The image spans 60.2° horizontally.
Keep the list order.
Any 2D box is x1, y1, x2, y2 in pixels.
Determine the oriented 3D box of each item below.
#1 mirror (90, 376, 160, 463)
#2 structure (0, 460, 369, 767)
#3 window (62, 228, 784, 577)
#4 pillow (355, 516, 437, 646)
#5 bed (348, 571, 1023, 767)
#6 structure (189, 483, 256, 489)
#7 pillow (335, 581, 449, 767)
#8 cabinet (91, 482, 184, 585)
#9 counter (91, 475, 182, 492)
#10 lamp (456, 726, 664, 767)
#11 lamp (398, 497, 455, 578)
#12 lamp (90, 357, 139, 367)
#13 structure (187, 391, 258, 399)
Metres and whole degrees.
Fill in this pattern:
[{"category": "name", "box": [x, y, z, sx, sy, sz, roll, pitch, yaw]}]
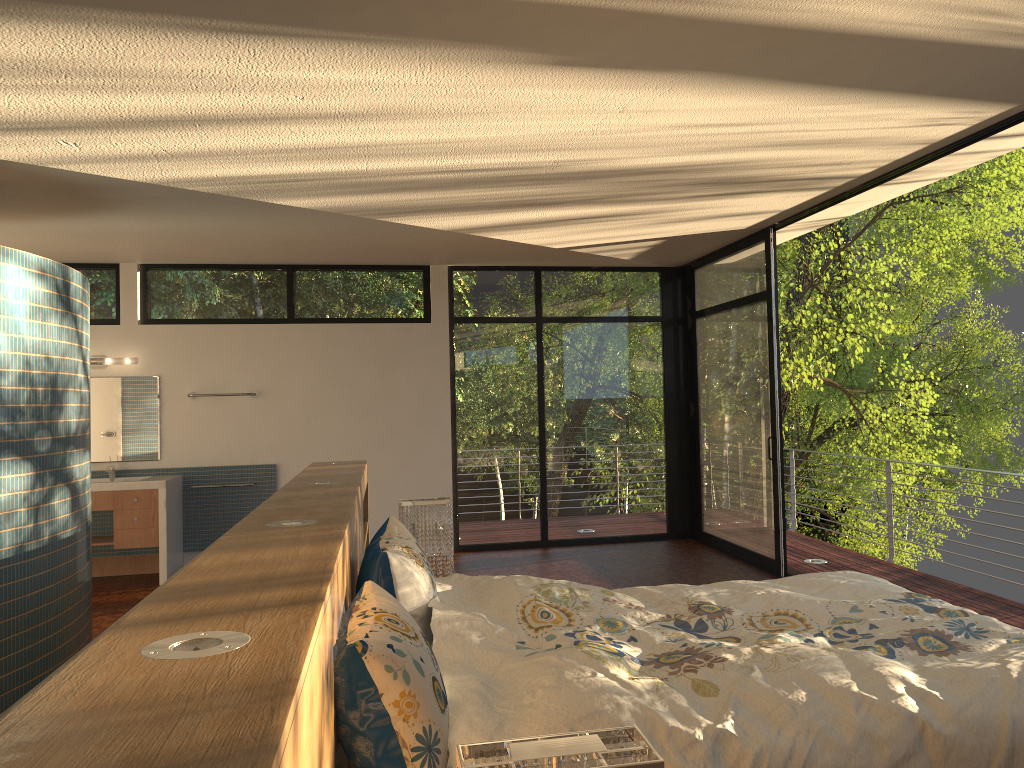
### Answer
[{"category": "mirror", "box": [-3.791, 0.294, 6.889, 1.986, 0.678, 0.099, -1, -2, -12]}, {"category": "structure", "box": [-0.574, 0.870, 2.261, 0.312, 0.974, 5.721, -1, -1, -8]}, {"category": "window", "box": [-0.954, 0.114, 2.489, 6.934, 2.514, 10.176, -1, -1, -10]}, {"category": "pillow", "box": [-0.367, 0.681, 2.850, 0.255, 0.439, 0.614, -1, -1, -5]}, {"category": "bed", "box": [0.632, 0.979, 2.639, 2.182, 0.712, 1.804, -1, -1, -10]}, {"category": "structure", "box": [-2.326, 0.815, 7.129, 0.511, 0.022, 0.196, -1, -1, -11]}, {"category": "pillow", "box": [-0.278, 0.703, 1.996, 0.271, 0.405, 0.595, -1, -1, -8]}, {"category": "cabinet", "box": [-3.722, 1.157, 6.566, 2.309, 0.711, 0.542, -1, -2, -12]}, {"category": "counter", "box": [-3.731, 0.800, 6.577, 2.310, 0.111, 0.542, -1, -1, -12]}, {"category": "lamp", "box": [0.061, 0.711, 1.088, 0.250, 0.523, 0.122, -1, -2, -11]}, {"category": "lamp", "box": [-0.386, 0.888, 4.067, 0.264, 0.730, 0.160, -1, -2, -11]}, {"category": "lamp", "box": [-3.262, -0.175, 6.931, 0.629, 0.070, 0.116, -1, -1, -12]}, {"category": "structure", "box": [-2.343, 0.089, 7.152, 0.546, 0.056, 0.196, -1, -1, -11]}]
